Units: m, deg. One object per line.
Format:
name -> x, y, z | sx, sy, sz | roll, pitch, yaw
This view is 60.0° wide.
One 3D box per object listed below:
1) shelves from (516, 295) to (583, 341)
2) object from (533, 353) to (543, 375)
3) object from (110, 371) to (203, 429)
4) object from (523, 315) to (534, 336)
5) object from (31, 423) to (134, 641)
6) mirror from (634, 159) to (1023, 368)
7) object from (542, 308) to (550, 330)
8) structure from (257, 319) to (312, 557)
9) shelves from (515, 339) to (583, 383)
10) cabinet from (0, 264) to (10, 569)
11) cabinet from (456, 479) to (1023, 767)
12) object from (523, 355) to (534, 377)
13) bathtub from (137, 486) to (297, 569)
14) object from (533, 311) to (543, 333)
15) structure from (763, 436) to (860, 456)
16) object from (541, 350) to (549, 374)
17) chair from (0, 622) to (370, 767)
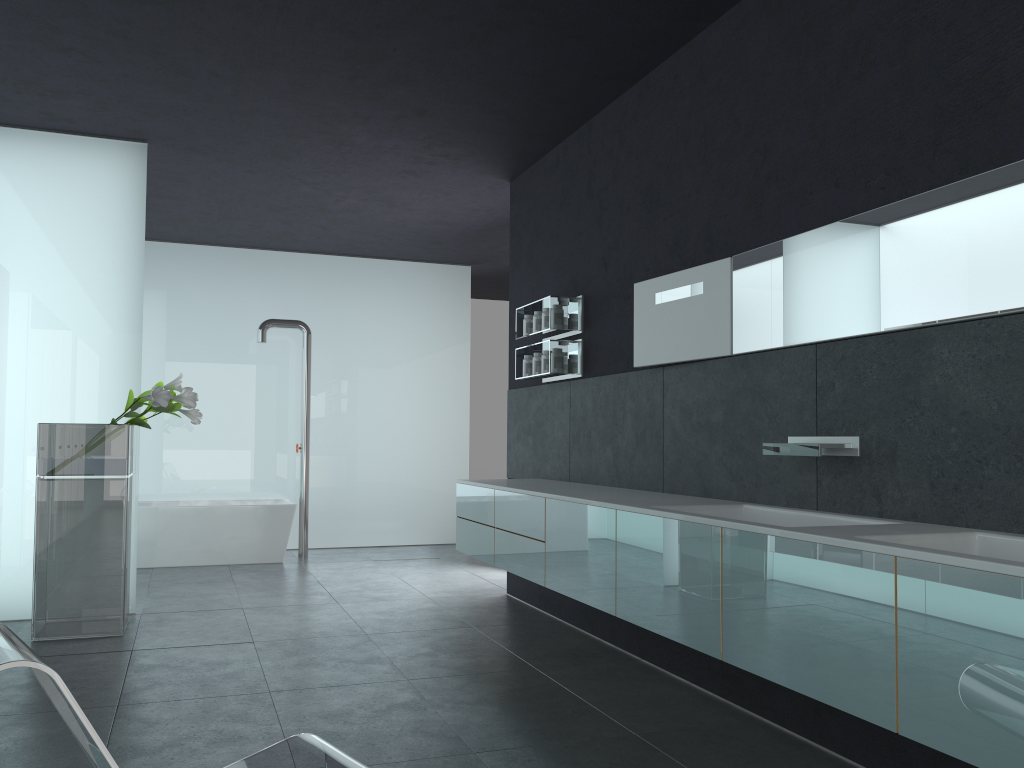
shelves -> 0.281, -0.505, 6.952 | 0.265, 0.285, 0.770 | 2, -4, -20
object -> 0.210, -0.153, 6.982 | 0.096, 0.184, 0.068 | 1, -3, -11
object -> -2.780, 0.269, 6.429 | 1.024, 0.779, 0.975 | 2, -4, -28
object -> 0.139, -0.467, 7.197 | 0.096, 0.184, 0.068 | 2, -3, -29
object -> -3.099, 1.037, 6.443 | 0.585, 1.490, 0.575 | 1, -3, -20
mirror -> 1.502, -0.473, 3.898 | 0.109, 0.532, 3.725 | 1, -4, -22
object -> 0.277, -0.490, 6.819 | 0.096, 0.184, 0.068 | 2, -3, -22
structure -> -2.709, 0.665, 10.480 | 0.643, 2.869, 0.123 | 1, -3, -20
shelves -> 0.279, -0.178, 6.938 | 0.265, 0.285, 0.770 | 2, -4, -20
cabinet -> -2.763, 0.128, 3.432 | 0.398, 2.213, 6.009 | 1, -4, -20
cabinet -> 0.862, 0.889, 4.545 | 0.734, 0.556, 5.588 | 2, -4, -20
object -> 0.136, -0.140, 7.183 | 0.096, 0.184, 0.068 | 2, -3, -29
bathtub -> -3.524, 1.590, 10.147 | 1.978, 0.858, 0.961 | 2, -3, -20
object -> 0.212, -0.480, 6.996 | 0.096, 0.184, 0.068 | 1, -3, -11
structure -> 1.343, 0.283, 4.044 | 0.186, 0.088, 0.482 | 2, -4, -20
object -> 0.275, -0.163, 6.805 | 0.096, 0.184, 0.068 | 2, -3, -22
chair -> -0.961, 1.121, 2.621 | 1.262, 0.870, 0.629 | 3, -4, -39
